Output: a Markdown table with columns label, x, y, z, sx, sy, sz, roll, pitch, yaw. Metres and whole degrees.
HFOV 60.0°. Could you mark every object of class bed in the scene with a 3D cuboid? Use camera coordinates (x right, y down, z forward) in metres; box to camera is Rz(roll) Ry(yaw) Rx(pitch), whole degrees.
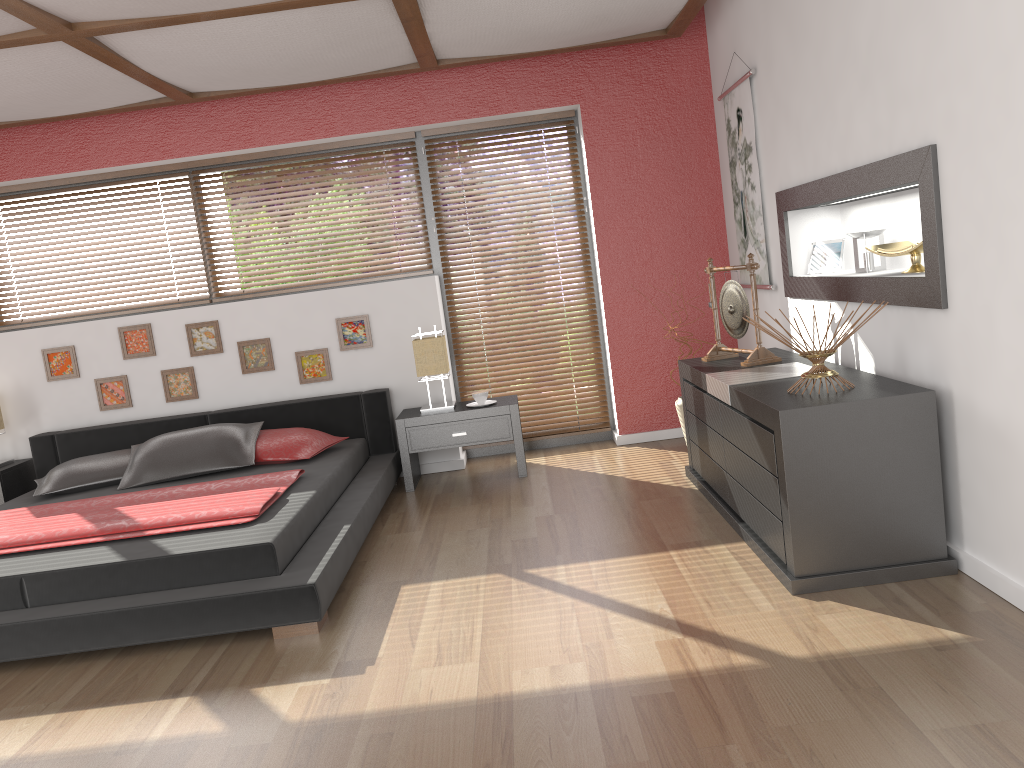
| label | x | y | z | sx | sy | sz | roll | pitch | yaw |
| --- | --- | --- | --- | --- | --- | --- | --- | --- | --- |
| bed | -1.910 | 0.600 | 4.240 | 2.469 | 0.577 | 2.413 | -7 | 7 | 1 |

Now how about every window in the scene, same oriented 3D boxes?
| label | x | y | z | sx | sy | sz | roll | pitch | yaw |
| --- | --- | --- | --- | --- | --- | --- | --- | --- | --- |
| window | -1.961 | -0.949 | 5.661 | 2.817 | 0.786 | 0.020 | -7 | 7 | 1 |
| window | 0.042 | -0.668 | 5.705 | 0.889 | 1.893 | 0.020 | -7 | 7 | 1 |

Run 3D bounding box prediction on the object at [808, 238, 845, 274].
| label | x | y | z | sx | sy | sz | roll | pitch | yaw |
| --- | --- | --- | --- | --- | --- | --- | --- | --- | --- |
| object | 1.452 | -0.589 | 4.104 | 0.041 | 0.146 | 0.226 | -10 | 7 | -19 |

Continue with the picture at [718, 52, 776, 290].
| label | x | y | z | sx | sy | sz | roll | pitch | yaw |
| --- | --- | --- | --- | --- | --- | --- | --- | --- | --- |
| picture | 1.260 | -1.149 | 4.821 | 0.028 | 1.270 | 0.701 | -7 | 7 | 1 |

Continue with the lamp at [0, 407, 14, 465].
| label | x | y | z | sx | sy | sz | roll | pitch | yaw |
| --- | --- | --- | --- | --- | --- | --- | --- | --- | --- |
| lamp | -3.140 | 0.249 | 5.240 | 0.200 | 0.480 | 0.200 | -7 | 7 | 1 |

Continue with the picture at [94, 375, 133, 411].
| label | x | y | z | sx | sy | sz | roll | pitch | yaw |
| --- | --- | --- | --- | --- | --- | --- | --- | --- | --- |
| picture | -2.438 | 0.056 | 5.426 | 0.200 | 0.200 | 0.010 | -7 | 7 | 1 |

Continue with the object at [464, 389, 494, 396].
| label | x | y | z | sx | sy | sz | roll | pitch | yaw |
| --- | --- | --- | --- | --- | --- | --- | --- | --- | --- |
| object | -0.189 | 0.050 | 5.116 | 0.192 | 0.007 | 0.007 | -12 | 8 | -30 |

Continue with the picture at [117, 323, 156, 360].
| label | x | y | z | sx | sy | sz | roll | pitch | yaw |
| --- | --- | --- | --- | --- | --- | --- | --- | --- | --- |
| picture | -2.279 | -0.258 | 5.388 | 0.200 | 0.200 | 0.010 | -7 | 7 | 1 |

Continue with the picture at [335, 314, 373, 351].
| label | x | y | z | sx | sy | sz | roll | pitch | yaw |
| --- | --- | --- | --- | --- | --- | --- | --- | --- | --- |
| picture | -0.958 | -0.311 | 5.388 | 0.200 | 0.200 | 0.010 | -7 | 7 | 1 |

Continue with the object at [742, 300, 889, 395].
| label | x | y | z | sx | sy | sz | roll | pitch | yaw |
| --- | --- | --- | --- | --- | --- | --- | --- | --- | --- |
| object | 1.068 | -0.121 | 3.105 | 0.481 | 0.282 | 0.481 | -12 | 8 | -33 |

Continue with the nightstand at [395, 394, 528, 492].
| label | x | y | z | sx | sy | sz | roll | pitch | yaw |
| --- | --- | --- | --- | --- | --- | --- | --- | --- | --- |
| nightstand | -0.287 | 0.342 | 5.223 | 0.700 | 0.423 | 0.413 | -7 | 7 | 1 |

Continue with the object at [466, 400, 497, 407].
| label | x | y | z | sx | sy | sz | roll | pitch | yaw |
| --- | --- | --- | --- | --- | --- | --- | --- | --- | --- |
| object | -0.177 | 0.117 | 5.141 | 0.179 | 0.012 | 0.179 | -4 | 8 | 25 |

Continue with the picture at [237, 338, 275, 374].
| label | x | y | z | sx | sy | sz | roll | pitch | yaw |
| --- | --- | --- | --- | --- | --- | --- | --- | --- | --- |
| picture | -1.560 | -0.170 | 5.402 | 0.200 | 0.200 | 0.010 | -7 | 7 | 1 |

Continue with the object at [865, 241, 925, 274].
| label | x | y | z | sx | sy | sz | roll | pitch | yaw |
| --- | --- | --- | --- | --- | --- | --- | --- | --- | --- |
| object | 1.476 | -0.465 | 3.240 | 0.181 | 0.116 | 0.350 | -9 | 7 | -9 |

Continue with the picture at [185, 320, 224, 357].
| label | x | y | z | sx | sy | sz | roll | pitch | yaw |
| --- | --- | --- | --- | --- | --- | --- | --- | --- | --- |
| picture | -1.869 | -0.276 | 5.388 | 0.200 | 0.200 | 0.010 | -7 | 7 | 1 |

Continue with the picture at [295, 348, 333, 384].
| label | x | y | z | sx | sy | sz | roll | pitch | yaw |
| --- | --- | --- | --- | --- | --- | --- | --- | --- | --- |
| picture | -1.210 | -0.109 | 5.411 | 0.200 | 0.200 | 0.010 | -7 | 7 | 1 |

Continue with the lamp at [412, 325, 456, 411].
| label | x | y | z | sx | sy | sz | roll | pitch | yaw |
| --- | --- | --- | --- | --- | --- | --- | --- | --- | --- |
| lamp | -0.465 | -0.102 | 5.209 | 0.200 | 0.480 | 0.200 | -7 | 7 | 1 |

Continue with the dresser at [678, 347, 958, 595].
| label | x | y | z | sx | sy | sz | roll | pitch | yaw |
| --- | --- | --- | --- | --- | --- | --- | --- | --- | --- |
| dresser | 1.135 | 0.247 | 3.703 | 0.540 | 0.608 | 1.740 | -7 | 7 | 1 |

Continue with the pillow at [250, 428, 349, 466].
| label | x | y | z | sx | sy | sz | roll | pitch | yaw |
| --- | --- | --- | --- | --- | --- | --- | --- | --- | --- |
| pillow | -1.336 | 0.348 | 4.936 | 0.745 | 0.172 | 0.418 | -5 | 7 | 20 |

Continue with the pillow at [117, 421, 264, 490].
| label | x | y | z | sx | sy | sz | roll | pitch | yaw |
| --- | --- | --- | --- | --- | --- | --- | --- | --- | --- |
| pillow | -1.737 | 0.366 | 4.796 | 0.744 | 0.241 | 0.386 | -8 | 7 | -4 |

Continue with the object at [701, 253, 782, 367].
| label | x | y | z | sx | sy | sz | roll | pitch | yaw |
| --- | --- | --- | --- | --- | --- | --- | --- | --- | --- |
| object | 1.037 | -0.352 | 4.133 | 0.173 | 0.498 | 0.490 | -9 | 7 | -14 |

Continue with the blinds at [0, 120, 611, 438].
| label | x | y | z | sx | sy | sz | roll | pitch | yaw |
| --- | --- | --- | --- | --- | --- | --- | --- | --- | --- |
| blinds | -1.888 | -0.371 | 5.664 | 4.840 | 1.952 | 0.032 | -7 | 7 | 1 |

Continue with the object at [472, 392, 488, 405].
| label | x | y | z | sx | sy | sz | roll | pitch | yaw |
| --- | --- | --- | --- | --- | --- | --- | --- | --- | --- |
| object | -0.181 | 0.084 | 5.137 | 0.099 | 0.069 | 0.099 | -4 | 8 | 25 |

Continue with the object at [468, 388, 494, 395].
| label | x | y | z | sx | sy | sz | roll | pitch | yaw |
| --- | --- | --- | --- | --- | --- | --- | --- | --- | --- |
| object | -0.182 | 0.046 | 5.137 | 0.192 | 0.007 | 0.007 | -12 | 8 | -35 |

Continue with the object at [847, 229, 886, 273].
| label | x | y | z | sx | sy | sz | roll | pitch | yaw |
| --- | --- | --- | --- | --- | --- | --- | --- | --- | --- |
| object | 1.486 | -0.552 | 3.701 | 0.159 | 0.171 | 0.159 | -13 | 9 | -40 |

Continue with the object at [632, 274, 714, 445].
| label | x | y | z | sx | sy | sz | roll | pitch | yaw |
| --- | --- | --- | --- | --- | --- | --- | --- | --- | --- |
| object | 0.948 | -0.112 | 5.052 | 0.422 | 1.035 | 0.364 | -11 | 8 | -24 |

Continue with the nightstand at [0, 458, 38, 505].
| label | x | y | z | sx | sy | sz | roll | pitch | yaw |
| --- | --- | --- | --- | --- | --- | --- | --- | --- | --- |
| nightstand | -3.238 | 0.729 | 5.258 | 0.700 | 0.423 | 0.413 | -7 | 7 | 1 |

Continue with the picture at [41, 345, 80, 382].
| label | x | y | z | sx | sy | sz | roll | pitch | yaw |
| --- | --- | --- | --- | --- | --- | --- | --- | --- | --- |
| picture | -2.749 | -0.124 | 5.402 | 0.200 | 0.200 | 0.010 | -7 | 7 | 1 |

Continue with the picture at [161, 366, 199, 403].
| label | x | y | z | sx | sy | sz | roll | pitch | yaw |
| --- | --- | --- | --- | --- | --- | --- | --- | --- | --- |
| picture | -2.031 | 0.004 | 5.421 | 0.200 | 0.200 | 0.010 | -7 | 7 | 1 |

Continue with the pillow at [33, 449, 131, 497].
| label | x | y | z | sx | sy | sz | roll | pitch | yaw |
| --- | --- | --- | --- | --- | --- | --- | --- | --- | --- |
| pillow | -2.239 | 0.473 | 4.893 | 0.745 | 0.172 | 0.418 | -11 | 8 | -24 |
